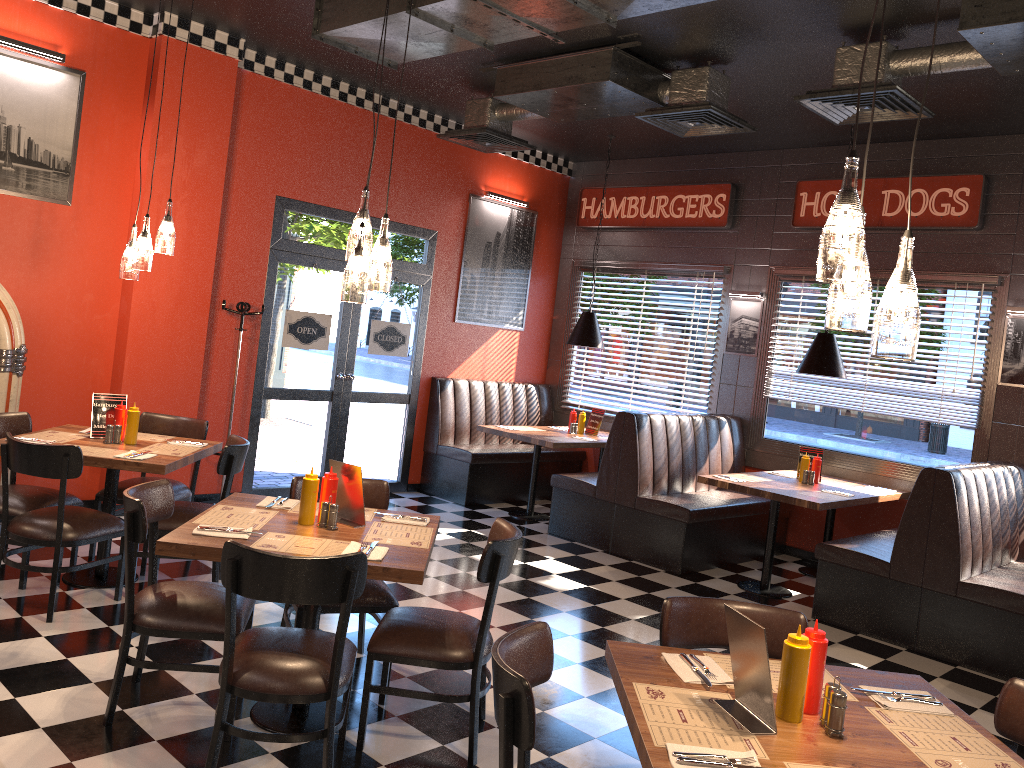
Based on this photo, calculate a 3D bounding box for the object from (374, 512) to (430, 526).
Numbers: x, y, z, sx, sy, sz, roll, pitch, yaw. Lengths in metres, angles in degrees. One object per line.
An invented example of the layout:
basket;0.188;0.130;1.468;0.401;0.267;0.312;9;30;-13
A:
object;-0.496;0.598;3.963;0.255;0.019;0.157;7;3;2

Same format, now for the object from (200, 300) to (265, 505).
object;-2.212;0.176;7.002;0.374;1.657;0.375;7;1;-24

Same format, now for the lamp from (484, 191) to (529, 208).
lamp;-0.057;-1.923;9.242;0.081;0.056;0.609;9;4;44

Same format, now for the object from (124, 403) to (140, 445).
object;-2.171;0.224;5.069;0.068;0.238;0.067;8;1;41

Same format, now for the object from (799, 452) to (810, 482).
object;2.309;0.655;6.986;0.068;0.238;0.068;7;1;27

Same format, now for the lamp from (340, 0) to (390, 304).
lamp;-0.523;-1.303;3.562;0.108;1.964;0.109;6;1;-35

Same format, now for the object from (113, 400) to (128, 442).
object;-2.258;0.212;5.101;0.068;0.238;0.067;8;1;41

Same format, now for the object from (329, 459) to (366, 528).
object;-0.703;0.463;3.779;0.189;0.257;0.072;8;1;34

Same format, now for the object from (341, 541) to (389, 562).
object;-0.552;0.625;3.355;0.157;0.019;0.255;7;3;1

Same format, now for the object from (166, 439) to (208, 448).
object;-1.955;0.349;5.285;0.255;0.019;0.157;7;3;-1

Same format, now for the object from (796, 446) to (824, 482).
object;2.413;0.648;7.168;0.188;0.257;0.072;7;1;14

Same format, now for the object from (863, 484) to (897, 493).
object;2.930;0.834;7.096;0.157;0.019;0.256;4;4;-45

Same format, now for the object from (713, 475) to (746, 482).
object;1.641;0.706;6.622;0.157;0.019;0.256;4;4;-41

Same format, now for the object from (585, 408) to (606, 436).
object;0.815;0.371;8.688;0.072;0.257;0.189;6;2;-36

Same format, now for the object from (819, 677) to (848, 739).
object;0.800;0.793;2.197;0.047;0.136;0.094;7;1;4

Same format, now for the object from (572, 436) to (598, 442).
object;0.655;0.501;8.175;0.256;0.019;0.157;10;4;42

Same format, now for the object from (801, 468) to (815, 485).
object;2.308;0.713;6.887;0.094;0.136;0.046;7;1;14

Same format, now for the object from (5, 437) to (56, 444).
object;-2.567;0.304;4.770;0.255;0.019;0.157;7;3;1

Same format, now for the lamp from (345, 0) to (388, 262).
lamp;-0.535;-1.487;3.732;0.108;1.964;0.108;7;1;0

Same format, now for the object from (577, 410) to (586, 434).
object;0.681;0.367;8.637;0.068;0.238;0.068;7;1;13

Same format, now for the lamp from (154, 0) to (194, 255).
lamp;-1.909;-1.730;5.144;0.108;1.964;0.108;7;1;-14

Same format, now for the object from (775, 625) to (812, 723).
object;0.715;0.728;2.245;0.067;0.238;0.068;6;1;-41

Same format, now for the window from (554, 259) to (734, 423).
window;1.337;-0.414;9.216;2.033;1.713;0.127;9;2;44

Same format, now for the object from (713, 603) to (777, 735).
object;0.594;0.706;2.213;0.072;0.257;0.189;7;2;-16

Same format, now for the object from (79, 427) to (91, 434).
object;-2.497;0.282;5.325;0.157;0.019;0.255;6;3;-8

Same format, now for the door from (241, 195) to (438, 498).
door;-1.493;-0.256;8.025;0.128;2.571;1.796;7;1;44

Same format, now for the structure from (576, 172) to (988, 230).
structure;4.783;-1.235;5.863;11.298;0.438;0.119;10;3;44

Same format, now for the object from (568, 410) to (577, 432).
object;0.593;0.355;8.669;0.068;0.238;0.068;7;1;13

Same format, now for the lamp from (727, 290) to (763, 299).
lamp;2.192;-0.839;8.311;0.335;0.056;0.081;10;4;44

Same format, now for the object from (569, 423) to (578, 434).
object;0.595;0.415;8.544;0.047;0.136;0.093;8;2;44

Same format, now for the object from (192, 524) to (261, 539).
object;-1.081;0.560;3.384;0.255;0.019;0.158;6;3;-8

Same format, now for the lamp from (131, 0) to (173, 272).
lamp;-1.996;-1.622;5.038;0.108;1.964;0.108;7;1;-4

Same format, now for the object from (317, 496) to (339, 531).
object;-0.752;0.526;3.643;0.094;0.136;0.046;8;1;34

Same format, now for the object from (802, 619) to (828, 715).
object;0.781;0.732;2.311;0.067;0.238;0.068;6;1;-41

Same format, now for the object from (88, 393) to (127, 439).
object;-2.346;0.189;5.157;0.188;0.257;0.072;6;1;-36

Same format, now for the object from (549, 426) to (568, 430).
object;0.496;0.443;8.863;0.256;0.019;0.157;9;4;39

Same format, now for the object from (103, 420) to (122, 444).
object;-2.253;0.270;5.011;0.047;0.136;0.093;8;2;44

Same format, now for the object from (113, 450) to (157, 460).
object;-1.999;0.375;4.729;0.157;0.019;0.255;7;3;2

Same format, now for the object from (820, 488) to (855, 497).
object;2.386;0.799;6.547;0.256;0.019;0.157;9;4;40

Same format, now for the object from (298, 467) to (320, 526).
object;-0.840;0.462;3.672;0.067;0.238;0.068;6;1;-41

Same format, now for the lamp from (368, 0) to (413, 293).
lamp;-0.442;-1.358;3.659;0.109;1.964;0.108;7;1;26

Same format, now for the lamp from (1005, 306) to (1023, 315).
lamp;3.904;-0.541;6.654;0.335;0.056;0.081;10;4;44

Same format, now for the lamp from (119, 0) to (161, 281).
lamp;-2.100;-1.579;5.113;0.109;1.964;0.108;7;1;25

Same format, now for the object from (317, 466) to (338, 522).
object;-0.774;0.466;3.738;0.067;0.238;0.068;6;1;-41

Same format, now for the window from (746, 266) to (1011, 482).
window;3.046;-0.117;7.561;2.033;1.713;0.127;9;2;44

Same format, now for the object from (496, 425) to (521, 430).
object;-0.022;0.410;8.337;0.256;0.019;0.157;10;4;44

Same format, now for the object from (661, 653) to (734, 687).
object;0.530;0.803;2.488;0.157;0.019;0.255;6;3;-9

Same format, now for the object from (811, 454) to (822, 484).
object;2.402;0.665;6.994;0.068;0.238;0.068;7;1;27

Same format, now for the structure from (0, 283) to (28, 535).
structure;-3.697;0.035;5.376;0.502;1.767;1.291;8;2;44

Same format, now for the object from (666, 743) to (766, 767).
object;0.470;0.827;1.932;0.255;0.019;0.157;7;3;0

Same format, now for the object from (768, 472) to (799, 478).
object;2.235;0.743;7.236;0.256;0.019;0.157;10;4;43

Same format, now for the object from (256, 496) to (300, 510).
object;-1.048;0.531;3.964;0.157;0.019;0.255;7;3;-2

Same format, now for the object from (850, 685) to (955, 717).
object;1.072;0.870;2.458;0.255;0.019;0.158;7;3;-2
